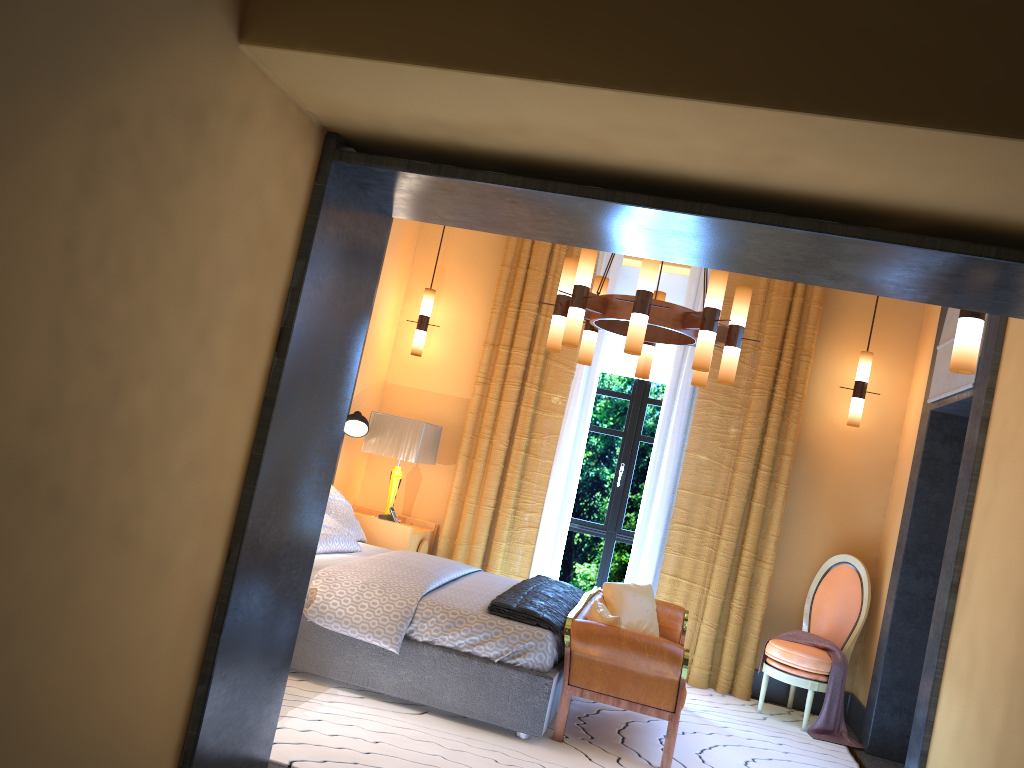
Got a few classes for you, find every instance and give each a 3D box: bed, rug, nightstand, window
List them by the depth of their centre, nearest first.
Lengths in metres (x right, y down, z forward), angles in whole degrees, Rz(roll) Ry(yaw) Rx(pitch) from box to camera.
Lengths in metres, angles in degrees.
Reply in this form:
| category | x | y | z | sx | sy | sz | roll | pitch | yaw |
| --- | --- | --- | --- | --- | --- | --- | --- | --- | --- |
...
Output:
| category | x | y | z | sx | sy | sz | roll | pitch | yaw |
| --- | --- | --- | --- | --- | --- | --- | --- | --- | --- |
| rug | 0.146 | 1.785 | 4.874 | 3.699 | 0.016 | 3.394 | 11 | -5 | 12 |
| bed | -0.611 | 1.185 | 5.262 | 2.105 | 0.823 | 1.892 | 11 | -4 | 12 |
| nightstand | -1.029 | 1.323 | 6.633 | 0.719 | 0.689 | 0.681 | 11 | -4 | 12 |
| window | 0.900 | 0.580 | 6.939 | 1.199 | 2.996 | 0.130 | 11 | -3 | 12 |

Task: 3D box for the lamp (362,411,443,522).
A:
| category | x | y | z | sx | sy | sz | roll | pitch | yaw |
| --- | --- | --- | --- | --- | --- | --- | --- | --- | --- |
| lamp | -0.856 | 0.653 | 6.572 | 0.424 | 0.801 | 0.506 | 11 | -4 | 12 |

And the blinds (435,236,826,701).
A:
| category | x | y | z | sx | sy | sz | roll | pitch | yaw |
| --- | --- | --- | --- | --- | --- | --- | --- | --- | --- |
| blinds | 0.926 | -0.024 | 6.581 | 2.448 | 4.141 | 0.134 | 11 | -3 | 12 |

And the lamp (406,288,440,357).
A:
| category | x | y | z | sx | sy | sz | roll | pitch | yaw |
| --- | --- | --- | --- | --- | --- | --- | --- | --- | --- |
| lamp | -0.692 | -0.480 | 6.914 | 0.200 | 0.531 | 0.199 | 14 | -4 | -33 |

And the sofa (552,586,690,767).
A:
| category | x | y | z | sx | sy | sz | roll | pitch | yaw |
| --- | --- | --- | --- | --- | --- | --- | --- | --- | --- |
| sofa | 0.667 | 1.585 | 5.048 | 0.650 | 0.639 | 1.618 | 11 | -4 | 12 |

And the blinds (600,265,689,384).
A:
| category | x | y | z | sx | sy | sz | roll | pitch | yaw |
| --- | --- | --- | --- | --- | --- | --- | --- | --- | --- |
| blinds | 1.121 | -0.459 | 6.989 | 1.199 | 0.872 | 0.013 | 11 | -3 | 12 |

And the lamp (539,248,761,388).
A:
| category | x | y | z | sx | sy | sz | roll | pitch | yaw |
| --- | --- | --- | --- | --- | --- | --- | --- | --- | --- |
| lamp | 0.915 | -1.150 | 4.928 | 1.139 | 2.166 | 1.144 | 10 | -4 | 35 |

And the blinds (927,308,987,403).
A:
| category | x | y | z | sx | sy | sz | roll | pitch | yaw |
| --- | --- | --- | --- | --- | --- | --- | --- | --- | --- |
| blinds | 2.721 | -0.697 | 5.217 | 0.042 | 1.574 | 0.897 | 11 | -4 | 12 |

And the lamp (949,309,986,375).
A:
| category | x | y | z | sx | sy | sz | roll | pitch | yaw |
| --- | --- | --- | --- | --- | --- | --- | --- | --- | --- |
| lamp | 1.715 | -0.303 | 3.287 | 0.200 | 0.531 | 0.199 | 14 | -4 | -33 |

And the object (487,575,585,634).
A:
| category | x | y | z | sx | sy | sz | roll | pitch | yaw |
| --- | --- | --- | --- | --- | --- | --- | --- | --- | --- |
| object | 0.185 | 1.236 | 5.094 | 0.404 | 0.104 | 1.464 | 11 | -5 | 12 |

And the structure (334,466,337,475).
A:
| category | x | y | z | sx | sy | sz | roll | pitch | yaw |
| --- | --- | --- | --- | --- | --- | --- | --- | --- | --- |
| structure | -1.279 | 0.614 | 6.312 | 0.016 | 0.071 | 0.103 | 11 | -4 | 12 |

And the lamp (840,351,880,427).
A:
| category | x | y | z | sx | sy | sz | roll | pitch | yaw |
| --- | --- | --- | --- | --- | --- | --- | --- | --- | --- |
| lamp | 2.451 | 0.036 | 6.242 | 0.200 | 0.531 | 0.199 | 14 | -4 | -33 |

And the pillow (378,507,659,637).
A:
| category | x | y | z | sx | sy | sz | roll | pitch | yaw |
| --- | --- | --- | --- | --- | --- | --- | --- | --- | --- |
| pillow | 0.182 | 1.271 | 5.722 | 1.150 | 0.406 | 2.625 | 15 | -5 | -36 |

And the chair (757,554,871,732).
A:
| category | x | y | z | sx | sy | sz | roll | pitch | yaw |
| --- | --- | --- | --- | --- | --- | --- | --- | --- | --- |
| chair | 2.021 | 1.687 | 5.941 | 0.499 | 1.145 | 0.634 | 9 | -5 | 45 |

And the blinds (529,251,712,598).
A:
| category | x | y | z | sx | sy | sz | roll | pitch | yaw |
| --- | --- | --- | --- | --- | --- | --- | --- | --- | --- |
| blinds | 0.900 | 0.001 | 6.668 | 2.049 | 4.071 | 0.237 | 12 | -3 | 9 |

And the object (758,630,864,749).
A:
| category | x | y | z | sx | sy | sz | roll | pitch | yaw |
| --- | --- | --- | --- | --- | --- | --- | --- | --- | --- |
| object | 1.986 | 1.954 | 5.815 | 0.429 | 0.571 | 0.802 | 14 | -5 | -30 |

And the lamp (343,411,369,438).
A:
| category | x | y | z | sx | sy | sz | roll | pitch | yaw |
| --- | --- | --- | --- | --- | --- | --- | --- | --- | --- |
| lamp | -0.963 | 0.337 | 6.383 | 0.569 | 0.218 | 0.231 | 15 | -5 | -30 |
